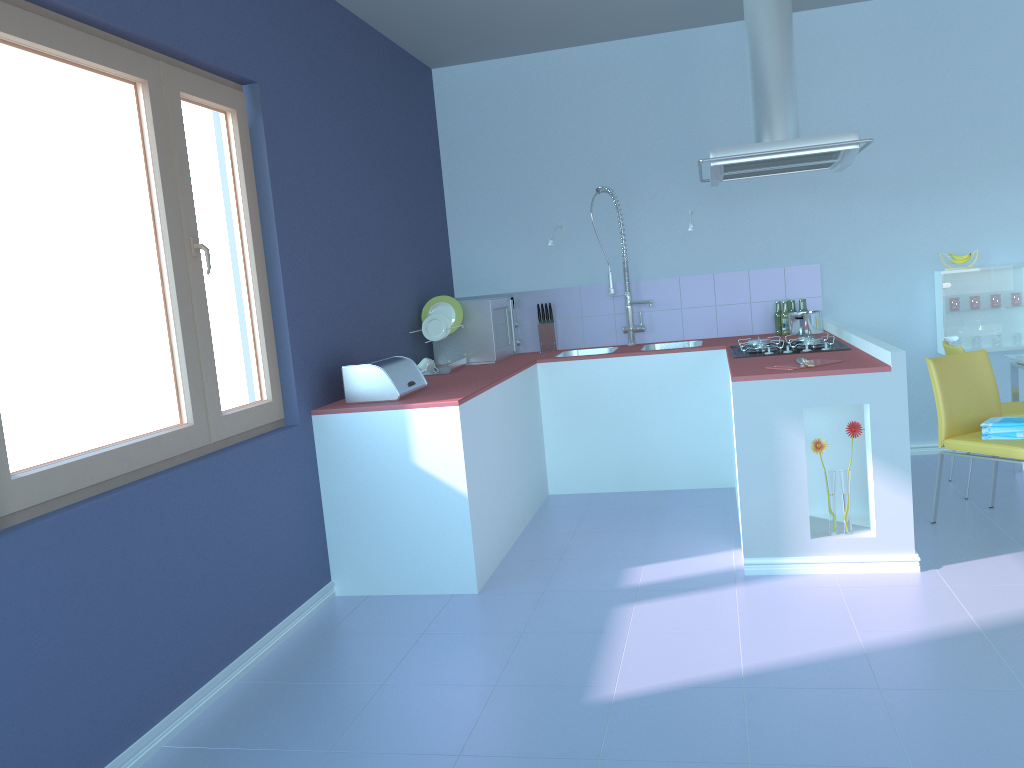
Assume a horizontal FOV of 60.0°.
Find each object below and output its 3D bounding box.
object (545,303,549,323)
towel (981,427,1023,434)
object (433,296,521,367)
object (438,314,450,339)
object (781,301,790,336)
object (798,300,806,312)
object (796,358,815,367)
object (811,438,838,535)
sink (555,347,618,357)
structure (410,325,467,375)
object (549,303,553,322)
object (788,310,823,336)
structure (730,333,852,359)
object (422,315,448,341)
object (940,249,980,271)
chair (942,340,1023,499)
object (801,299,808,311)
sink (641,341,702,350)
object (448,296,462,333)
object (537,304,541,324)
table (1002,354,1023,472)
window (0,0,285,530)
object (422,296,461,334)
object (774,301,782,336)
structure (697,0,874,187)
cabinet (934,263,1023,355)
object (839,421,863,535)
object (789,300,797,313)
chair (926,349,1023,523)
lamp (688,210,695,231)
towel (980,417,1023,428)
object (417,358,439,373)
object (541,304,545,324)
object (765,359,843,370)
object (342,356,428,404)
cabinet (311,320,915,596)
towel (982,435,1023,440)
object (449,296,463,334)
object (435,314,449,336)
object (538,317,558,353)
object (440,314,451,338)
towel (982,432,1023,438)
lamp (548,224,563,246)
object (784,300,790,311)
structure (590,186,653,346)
[{"bbox_3d":[0.215,-0.353,5.320,0.019,0.265,0.038,-3,7,23],"label":"object"},{"bbox_3d":[1.998,0.170,3.558,0.195,0.027,0.192,-1,7,34],"label":"towel"},{"bbox_3d":[-0.198,-0.314,5.156,0.367,0.350,0.611,-4,6,13],"label":"object"},{"bbox_3d":[-0.391,-0.296,4.639,0.140,0.136,0.039,-4,6,9],"label":"object"},{"bbox_3d":[1.496,-0.359,4.841,0.052,0.190,0.052,-8,7,-22],"label":"object"},{"bbox_3d":[1.583,-0.365,4.833,0.052,0.187,0.052,-2,7,32],"label":"object"},{"bbox_3d":[1.137,-0.089,3.465,0.041,0.009,0.375,-4,6,10],"label":"object"},{"bbox_3d":[1.160,0.380,3.289,0.085,0.365,0.050,-4,6,11],"label":"object"},{"bbox_3d":[0.435,-0.097,5.036,0.326,0.172,0.428,-4,6,13],"label":"sink"},{"bbox_3d":[-0.378,-0.181,4.654,0.194,0.225,0.408,-4,6,10],"label":"structure"},{"bbox_3d":[0.238,-0.355,5.314,0.019,0.265,0.037,-3,7,23],"label":"object"},{"bbox_3d":[1.409,-0.292,4.254,0.157,0.106,0.170,-6,6,-4],"label":"object"},{"bbox_3d":[1.276,-0.189,4.134,0.500,0.047,0.600,-4,6,13],"label":"structure"},{"bbox_3d":[-0.399,-0.290,4.592,0.140,0.136,0.039,-4,6,9],"label":"object"},{"bbox_3d":[2.412,-0.666,4.772,0.203,0.100,0.077,-5,6,6],"label":"object"},{"bbox_3d":[2.294,0.140,4.123,0.484,0.695,0.387,-4,6,16],"label":"chair"},{"bbox_3d":[1.613,-0.375,4.894,0.052,0.187,0.052,-2,7,32],"label":"object"},{"bbox_3d":[0.896,-0.129,4.928,0.326,0.172,0.428,-4,6,13],"label":"sink"},{"bbox_3d":[-0.374,-0.367,4.768,0.220,0.214,0.053,-4,6,10],"label":"object"},{"bbox_3d":[0.171,-0.350,5.329,0.019,0.265,0.037,-5,6,4],"label":"object"},{"bbox_3d":[2.685,0.199,3.779,0.730,0.590,1.173,-4,6,13],"label":"table"},{"bbox_3d":[-1.085,-0.374,2.597,0.142,1.263,1.475,-4,6,13],"label":"window"},{"bbox_3d":[-0.377,-0.364,4.747,0.220,0.214,0.053,-4,6,10],"label":"object"},{"bbox_3d":[1.477,-0.364,4.904,0.052,0.190,0.052,-8,7,-22],"label":"object"},{"bbox_3d":[1.166,-1.424,3.997,0.695,0.962,0.895,-4,6,13],"label":"structure"},{"bbox_3d":[2.543,-0.401,4.767,0.450,0.450,0.173,-4,6,13],"label":"cabinet"},{"bbox_3d":[1.243,0.346,3.251,0.090,0.427,0.054,1,9,45],"label":"object"},{"bbox_3d":[1.548,-0.367,4.881,0.052,0.187,0.052,-2,7,32],"label":"object"},{"bbox_3d":[1.991,0.229,3.576,0.387,0.695,0.484,-8,7,-23],"label":"chair"},{"bbox_3d":[0.997,-0.914,4.933,0.037,0.134,0.400,-4,6,13],"label":"lamp"},{"bbox_3d":[1.997,0.154,3.560,0.195,0.033,0.190,0,8,39],"label":"towel"},{"bbox_3d":[-0.440,-0.093,4.549,0.083,0.082,0.097,-11,8,-43],"label":"object"},{"bbox_3d":[0.192,-0.351,5.325,0.019,0.265,0.038,-3,7,23],"label":"object"},{"bbox_3d":[1.123,-0.075,3.411,0.269,0.006,0.151,-8,7,-25],"label":"object"},{"bbox_3d":[-0.522,-0.025,3.698,0.235,0.153,0.364,-4,6,13],"label":"object"},{"bbox_3d":[0.550,0.241,4.285,2.200,0.800,2.139,-4,6,13],"label":"cabinet"},{"bbox_3d":[1.999,0.200,3.560,0.195,0.024,0.201,-1,7,32],"label":"towel"},{"bbox_3d":[-0.370,-0.369,4.788,0.220,0.214,0.053,-4,6,10],"label":"object"},{"bbox_3d":[-0.395,-0.293,4.615,0.140,0.136,0.039,-4,6,9],"label":"object"},{"bbox_3d":[0.211,-0.294,5.322,0.100,0.200,0.109,-4,6,13],"label":"object"},{"bbox_3d":[-0.387,-0.299,4.663,0.140,0.136,0.039,-4,6,9],"label":"object"},{"bbox_3d":[2.003,0.186,3.559,0.195,0.024,0.201,-1,8,38],"label":"towel"},{"bbox_3d":[0.253,-0.862,5.107,0.037,0.134,0.400,-4,6,13],"label":"lamp"},{"bbox_3d":[1.538,-0.374,4.940,0.052,0.190,0.052,-8,7,-22],"label":"object"},{"bbox_3d":[0.635,-0.669,5.052,0.308,0.920,0.178,-4,6,12],"label":"structure"}]
